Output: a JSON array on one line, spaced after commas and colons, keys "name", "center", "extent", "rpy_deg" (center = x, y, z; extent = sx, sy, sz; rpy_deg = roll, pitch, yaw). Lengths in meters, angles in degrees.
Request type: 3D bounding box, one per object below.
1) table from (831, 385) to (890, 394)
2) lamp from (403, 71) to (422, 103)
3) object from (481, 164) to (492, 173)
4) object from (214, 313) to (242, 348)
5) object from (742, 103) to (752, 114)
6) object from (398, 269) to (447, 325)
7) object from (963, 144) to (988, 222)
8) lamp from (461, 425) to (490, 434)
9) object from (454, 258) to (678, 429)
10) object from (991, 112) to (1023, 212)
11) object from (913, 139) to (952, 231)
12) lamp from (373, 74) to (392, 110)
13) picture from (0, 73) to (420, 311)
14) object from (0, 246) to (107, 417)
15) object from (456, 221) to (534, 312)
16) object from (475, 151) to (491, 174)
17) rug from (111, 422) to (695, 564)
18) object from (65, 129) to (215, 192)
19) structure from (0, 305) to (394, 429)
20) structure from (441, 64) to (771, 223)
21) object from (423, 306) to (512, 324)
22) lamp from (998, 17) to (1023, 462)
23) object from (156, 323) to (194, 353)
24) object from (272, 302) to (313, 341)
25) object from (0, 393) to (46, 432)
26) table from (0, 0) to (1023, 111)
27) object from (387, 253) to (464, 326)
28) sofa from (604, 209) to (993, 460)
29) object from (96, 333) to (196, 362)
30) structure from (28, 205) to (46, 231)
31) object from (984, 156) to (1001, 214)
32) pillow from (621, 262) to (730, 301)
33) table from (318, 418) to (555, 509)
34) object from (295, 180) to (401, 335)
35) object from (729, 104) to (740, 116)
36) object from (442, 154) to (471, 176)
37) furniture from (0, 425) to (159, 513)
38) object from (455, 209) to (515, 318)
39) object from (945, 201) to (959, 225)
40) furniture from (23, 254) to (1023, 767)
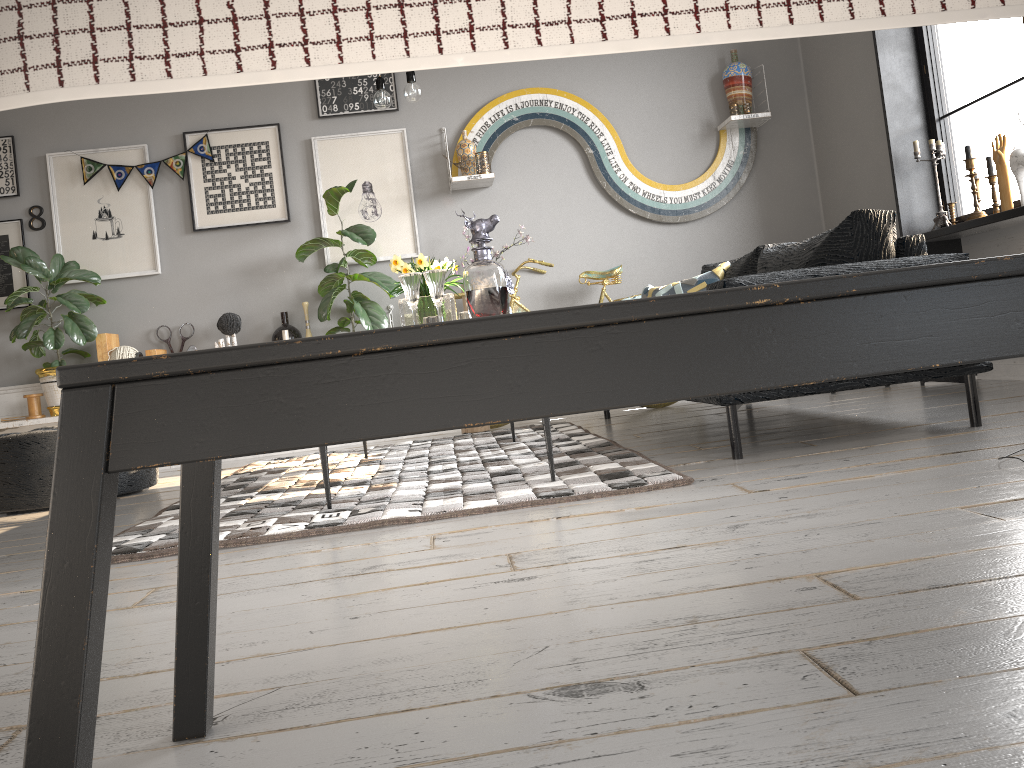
[{"name": "table", "center": [1.853, -0.310, 5.231], "extent": [0.339, 0.680, 0.741], "rpy_deg": [-7, 0, -5]}, {"name": "lamp", "center": [-1.015, -1.808, 3.163], "extent": [1.400, 1.539, 0.074], "rpy_deg": [-7, -2, -36]}, {"name": "object", "center": [-0.155, -1.296, 5.401], "extent": [0.062, 0.082, 0.062], "rpy_deg": [-7, -1, -29]}, {"name": "object", "center": [-1.647, -0.178, 5.183], "extent": [0.155, 0.484, 0.136], "rpy_deg": [-7, -2, -5]}, {"name": "object", "center": [1.445, -1.692, 5.443], "extent": [0.050, 0.058, 0.050], "rpy_deg": [-7, 0, -15]}, {"name": "object", "center": [-0.289, -0.262, 2.968], "extent": [0.167, 0.227, 0.082], "rpy_deg": [-7, -2, 6]}, {"name": "object", "center": [2.214, -0.969, 4.250], "extent": [0.123, 0.376, 0.123], "rpy_deg": [-7, -2, 0]}, {"name": "lamp", "center": [-0.230, 0.068, 5.045], "extent": [0.431, 0.438, 0.433], "rpy_deg": [-7, 0, 26]}, {"name": "object", "center": [0.346, -0.276, 5.315], "extent": [1.629, 0.972, 0.425], "rpy_deg": [-7, -1, -14]}, {"name": "object", "center": [2.262, -0.971, 3.740], "extent": [0.134, 0.410, 0.661], "rpy_deg": [-7, 1, -4]}, {"name": "object", "center": [2.179, -1.032, 4.575], "extent": [0.144, 0.491, 0.162], "rpy_deg": [-8, -2, 31]}, {"name": "lamp", "center": [-1.144, -1.794, 3.212], "extent": [1.400, 1.539, 0.074], "rpy_deg": [-7, -2, -36]}, {"name": "picture", "center": [-4.064, -0.822, 3.147], "extent": [7.297, 1.798, 4.035], "rpy_deg": [-7, 1, -5]}, {"name": "object", "center": [-2.578, -0.304, 5.033], "extent": [0.511, 0.965, 0.543], "rpy_deg": [-6, -1, -20]}, {"name": "object", "center": [-0.107, -0.701, 5.274], "extent": [0.487, 0.642, 0.253], "rpy_deg": [-7, -2, 13]}, {"name": "object", "center": [-0.176, -1.320, 5.322], "extent": [0.086, 0.140, 0.085], "rpy_deg": [-7, -1, -12]}, {"name": "rug", "center": [-0.447, 0.348, 3.657], "extent": [1.771, 0.034, 2.524], "rpy_deg": [-7, 2, -5]}, {"name": "object", "center": [-2.218, -1.328, 5.321], "extent": [0.915, 0.340, 0.057], "rpy_deg": [-7, -2, -6]}, {"name": "structure", "center": [-2.062, -0.074, 5.157], "extent": [2.777, 0.487, 0.307], "rpy_deg": [-7, -1, -5]}, {"name": "structure", "center": [0.603, -1.441, 5.457], "extent": [2.023, 0.958, 0.266], "rpy_deg": [-7, -2, -5]}, {"name": "object", "center": [-0.155, -0.210, 3.107], "extent": [0.280, 0.087, 0.245], "rpy_deg": [-8, 2, -27]}, {"name": "lamp", "center": [1.711, -0.719, 2.381], "extent": [1.247, 1.706, 0.678], "rpy_deg": [-7, -2, -7]}, {"name": "object", "center": [-1.990, -0.129, 5.282], "extent": [0.222, 0.464, 0.019], "rpy_deg": [-7, -2, -5]}, {"name": "object", "center": [-1.335, -0.220, 5.196], "extent": [0.286, 0.489, 0.330], "rpy_deg": [-6, -1, -45]}, {"name": "object", "center": [-3.049, 0.143, 5.038], "extent": [0.785, 0.307, 0.328], "rpy_deg": [-7, 0, -4]}, {"name": "table", "center": [0.475, -0.037, 0.193], "extent": [2.026, 0.786, 0.930], "rpy_deg": [-7, 0, -5]}, {"name": "object", "center": [-0.329, -0.337, 3.467], "extent": [0.325, 0.352, 0.351], "rpy_deg": [-7, 0, -3]}, {"name": "sofa", "center": [0.990, -0.215, 3.991], "extent": [0.971, 0.798, 2.338], "rpy_deg": [-7, 1, -5]}, {"name": "object", "center": [-2.081, -0.099, 5.127], "extent": [0.546, 0.441, 0.238], "rpy_deg": [-7, -1, -5]}, {"name": "structure", "center": [-3.147, -0.895, 5.251], "extent": [0.739, 0.263, 0.024], "rpy_deg": [-7, -2, -5]}, {"name": "object", "center": [2.274, -0.937, 4.182], "extent": [0.075, 0.301, 0.076], "rpy_deg": [-8, -2, 26]}, {"name": "pillow", "center": [0.863, -0.400, 4.611], "extent": [0.444, 0.362, 0.796], "rpy_deg": [-7, 1, -23]}, {"name": "table", "center": [-0.302, 0.095, 3.455], "extent": [0.732, 0.511, 1.454], "rpy_deg": [-7, 1, -5]}, {"name": "object", "center": [-0.954, -0.600, 5.212], "extent": [0.564, 1.152, 0.417], "rpy_deg": [-8, -2, 34]}, {"name": "object", "center": [1.375, -1.684, 5.471], "extent": [0.060, 0.079, 0.060], "rpy_deg": [-7, -1, -16]}, {"name": "object", "center": [-0.321, -1.312, 5.295], "extent": [0.196, 0.166, 0.060], "rpy_deg": [-7, -1, 29]}, {"name": "furniture", "center": [-2.041, 0.360, 4.110], "extent": [0.737, 0.357, 0.733], "rpy_deg": [-7, 1, -18]}, {"name": "object", "center": [-0.089, -0.384, 2.939], "extent": [0.155, 0.418, 0.148], "rpy_deg": [-7, -2, 14]}, {"name": "object", "center": [2.279, -0.875, 4.577], "extent": [0.084, 0.152, 0.084], "rpy_deg": [-7, -1, -1]}, {"name": "furniture", "center": [0.399, 0.114, 0.969], "extent": [1.670, 0.456, 0.465], "rpy_deg": [-7, 0, -5]}]
